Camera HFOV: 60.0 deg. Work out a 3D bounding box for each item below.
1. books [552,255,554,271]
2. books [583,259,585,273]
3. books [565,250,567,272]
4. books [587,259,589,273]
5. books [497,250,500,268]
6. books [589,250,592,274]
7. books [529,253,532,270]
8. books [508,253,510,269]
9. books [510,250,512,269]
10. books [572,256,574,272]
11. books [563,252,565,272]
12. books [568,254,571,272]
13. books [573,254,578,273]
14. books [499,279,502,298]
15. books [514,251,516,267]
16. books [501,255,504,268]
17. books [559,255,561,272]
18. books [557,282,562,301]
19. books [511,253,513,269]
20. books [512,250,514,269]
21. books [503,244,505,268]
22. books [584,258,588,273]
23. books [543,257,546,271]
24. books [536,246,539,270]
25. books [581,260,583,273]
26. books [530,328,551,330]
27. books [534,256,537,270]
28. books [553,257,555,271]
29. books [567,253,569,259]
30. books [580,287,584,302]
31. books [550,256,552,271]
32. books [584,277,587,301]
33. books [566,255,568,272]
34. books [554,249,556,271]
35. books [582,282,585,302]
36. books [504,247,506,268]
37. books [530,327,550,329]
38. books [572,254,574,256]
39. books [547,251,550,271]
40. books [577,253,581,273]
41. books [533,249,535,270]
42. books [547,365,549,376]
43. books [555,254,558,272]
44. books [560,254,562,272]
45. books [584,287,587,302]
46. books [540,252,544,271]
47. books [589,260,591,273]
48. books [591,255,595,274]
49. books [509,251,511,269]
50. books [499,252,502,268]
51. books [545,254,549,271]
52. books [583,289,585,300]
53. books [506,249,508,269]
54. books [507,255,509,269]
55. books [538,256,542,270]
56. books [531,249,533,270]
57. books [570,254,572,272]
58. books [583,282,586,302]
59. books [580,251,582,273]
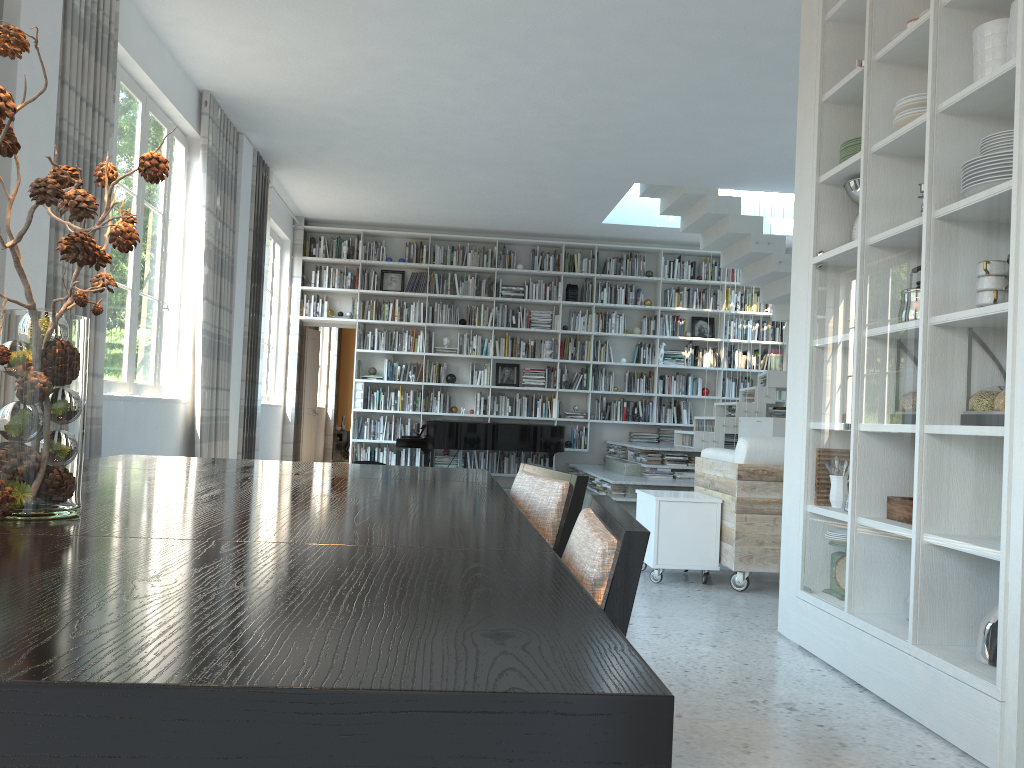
[{"bbox_3d":[0.509,-1.520,11.342,0.026,0.233,0.137,3,-2,-4],"label":"books"},{"bbox_3d":[0.904,-1.486,11.341,0.024,0.201,0.180,3,-2,-4],"label":"books"},{"bbox_3d":[0.676,-1.545,11.331,0.007,0.298,0.181,3,-2,-4],"label":"books"},{"bbox_3d":[0.958,-1.484,11.362,0.025,0.203,0.162,3,-2,-4],"label":"books"},{"bbox_3d":[-0.174,-1.564,11.258,0.026,0.253,0.185,3,-2,-4],"label":"books"},{"bbox_3d":[1.001,-1.544,11.377,0.012,0.329,0.128,3,-2,-4],"label":"books"},{"bbox_3d":[0.237,-1.540,11.309,0.012,0.245,0.151,3,-2,-4],"label":"books"},{"bbox_3d":[-0.043,-1.547,11.300,0.006,0.233,0.136,3,-2,-4],"label":"books"},{"bbox_3d":[-0.018,-1.562,11.282,0.013,0.264,0.147,3,-2,-4],"label":"books"},{"bbox_3d":[0.763,-1.509,11.326,0.015,0.233,0.171,3,-2,-4],"label":"books"},{"bbox_3d":[0.653,-1.537,11.325,0.008,0.278,0.170,3,-2,-4],"label":"books"},{"bbox_3d":[0.731,-1.524,11.333,0.034,0.261,0.157,3,-2,-4],"label":"books"},{"bbox_3d":[0.805,-1.517,11.333,0.054,0.254,0.191,3,-2,-4],"label":"books"},{"bbox_3d":[-0.153,-1.194,11.243,0.021,0.249,0.191,3,-2,-4],"label":"books"},{"bbox_3d":[0.037,-1.555,11.283,0.011,0.256,0.143,3,-2,-4],"label":"books"},{"bbox_3d":[-0.127,-1.532,11.267,0.026,0.194,0.166,3,-2,-4],"label":"books"},{"bbox_3d":[0.598,-1.519,11.330,0.014,0.238,0.153,3,-2,-4],"label":"books"},{"bbox_3d":[0.596,-1.153,11.255,0.037,0.237,0.272,3,-2,-4],"label":"books"},{"bbox_3d":[-0.005,-1.539,11.279,0.016,0.219,0.144,3,-2,-4],"label":"books"},{"bbox_3d":[0.007,-1.556,11.278,0.005,0.255,0.168,3,-2,-4],"label":"books"},{"bbox_3d":[-0.105,-1.604,11.284,0.014,0.341,0.145,3,-2,-4],"label":"books"},{"bbox_3d":[0.933,-1.490,11.340,0.031,0.213,0.169,3,-2,-4],"label":"books"},{"bbox_3d":[0.412,-1.510,11.306,0.033,0.203,0.166,3,-2,-4],"label":"books"},{"bbox_3d":[0.317,-1.579,11.296,0.010,0.331,0.186,3,-2,-4],"label":"books"},{"bbox_3d":[0.881,-1.476,11.338,0.022,0.180,0.173,3,-2,-4],"label":"books"},{"bbox_3d":[0.355,-0.695,11.293,0.254,0.012,0.161,3,-2,-8],"label":"books"},{"bbox_3d":[0.292,-1.518,11.316,0.031,0.208,0.147,3,-2,-4],"label":"books"},{"bbox_3d":[0.529,-1.505,11.337,0.014,0.204,0.135,3,-2,-4],"label":"books"},{"bbox_3d":[0.704,-1.525,11.329,0.006,0.259,0.166,3,-2,-4],"label":"books"},{"bbox_3d":[0.892,-1.126,11.352,0.019,0.213,0.156,3,-2,-4],"label":"books"},{"bbox_3d":[0.487,-1.507,11.295,0.023,0.202,0.193,3,-2,-4],"label":"books"},{"bbox_3d":[0.927,-1.187,11.352,0.025,0.339,0.143,3,-2,-4],"label":"books"},{"bbox_3d":[0.699,-1.515,11.314,0.007,0.239,0.191,3,-2,-4],"label":"books"},{"bbox_3d":[0.544,-1.556,11.333,0.012,0.308,0.138,3,-2,-4],"label":"books"},{"bbox_3d":[0.904,-1.155,11.321,0.021,0.272,0.190,3,-2,-4],"label":"books"},{"bbox_3d":[-0.093,-1.581,11.279,0.010,0.296,0.153,3,-2,-4],"label":"books"},{"bbox_3d":[0.355,-0.708,11.295,0.254,0.012,0.161,3,-2,-1],"label":"books"},{"bbox_3d":[0.772,-1.522,11.362,0.007,0.264,0.133,3,-2,-4],"label":"books"},{"bbox_3d":[0.459,-1.542,11.301,0.010,0.270,0.180,3,-2,-4],"label":"books"},{"bbox_3d":[0.845,-1.524,11.357,0.030,0.274,0.151,3,-2,-4],"label":"books"},{"bbox_3d":[0.274,-1.563,11.303,0.011,0.296,0.157,3,-2,-4],"label":"books"},{"bbox_3d":[0.452,-0.085,11.310,0.011,0.299,0.130,3,-2,-4],"label":"books"},{"bbox_3d":[0.563,-1.523,11.326,0.028,0.244,0.161,3,-2,-4],"label":"books"},{"bbox_3d":[0.615,-1.527,11.338,0.022,0.257,0.136,3,-2,-4],"label":"books"},{"bbox_3d":[0.930,-1.125,11.351,0.024,0.217,0.169,3,-2,-4],"label":"books"},{"bbox_3d":[0.382,-1.545,11.324,0.028,0.270,0.140,3,-2,-4],"label":"books"},{"bbox_3d":[0.982,-1.478,11.356,0.022,0.194,0.182,3,-2,-4],"label":"books"},{"bbox_3d":[1.023,-1.506,11.345,0.029,0.253,0.186,3,-2,-4],"label":"books"},{"bbox_3d":[-0.032,-1.554,11.288,0.014,0.248,0.139,3,-2,-4],"label":"books"},{"bbox_3d":[-0.152,-1.550,11.278,0.023,0.228,0.157,3,-2,-4],"label":"books"},{"bbox_3d":[0.441,-1.526,11.314,0.023,0.236,0.154,3,-2,-4],"label":"books"},{"bbox_3d":[0.905,-1.117,11.360,0.022,0.199,0.143,3,-2,-4],"label":"books"},{"bbox_3d":[-0.072,-1.565,11.265,0.011,0.265,0.163,3,-2,-4],"label":"books"},{"bbox_3d":[-0.057,-1.529,11.278,0.023,0.195,0.172,3,-2,-4],"label":"books"},{"bbox_3d":[0.343,-1.518,11.302,0.050,0.211,0.173,3,-2,-4],"label":"books"},{"bbox_3d":[0.252,-1.563,11.293,0.014,0.292,0.176,3,-2,-4],"label":"books"},{"bbox_3d":[0.751,-1.523,11.343,0.008,0.262,0.142,3,-2,-4],"label":"books"},{"bbox_3d":[0.919,-1.154,11.335,0.022,0.272,0.181,3,-2,-4],"label":"books"},{"bbox_3d":[0.867,-1.536,11.341,0.010,0.297,0.167,3,-2,-4],"label":"books"}]
